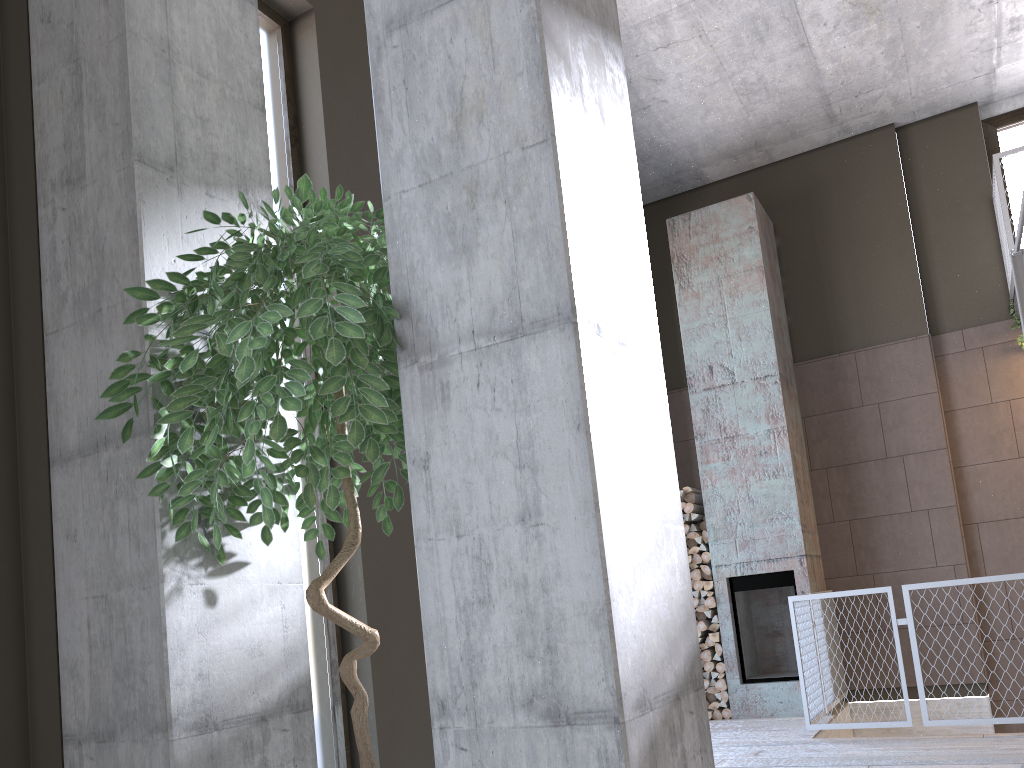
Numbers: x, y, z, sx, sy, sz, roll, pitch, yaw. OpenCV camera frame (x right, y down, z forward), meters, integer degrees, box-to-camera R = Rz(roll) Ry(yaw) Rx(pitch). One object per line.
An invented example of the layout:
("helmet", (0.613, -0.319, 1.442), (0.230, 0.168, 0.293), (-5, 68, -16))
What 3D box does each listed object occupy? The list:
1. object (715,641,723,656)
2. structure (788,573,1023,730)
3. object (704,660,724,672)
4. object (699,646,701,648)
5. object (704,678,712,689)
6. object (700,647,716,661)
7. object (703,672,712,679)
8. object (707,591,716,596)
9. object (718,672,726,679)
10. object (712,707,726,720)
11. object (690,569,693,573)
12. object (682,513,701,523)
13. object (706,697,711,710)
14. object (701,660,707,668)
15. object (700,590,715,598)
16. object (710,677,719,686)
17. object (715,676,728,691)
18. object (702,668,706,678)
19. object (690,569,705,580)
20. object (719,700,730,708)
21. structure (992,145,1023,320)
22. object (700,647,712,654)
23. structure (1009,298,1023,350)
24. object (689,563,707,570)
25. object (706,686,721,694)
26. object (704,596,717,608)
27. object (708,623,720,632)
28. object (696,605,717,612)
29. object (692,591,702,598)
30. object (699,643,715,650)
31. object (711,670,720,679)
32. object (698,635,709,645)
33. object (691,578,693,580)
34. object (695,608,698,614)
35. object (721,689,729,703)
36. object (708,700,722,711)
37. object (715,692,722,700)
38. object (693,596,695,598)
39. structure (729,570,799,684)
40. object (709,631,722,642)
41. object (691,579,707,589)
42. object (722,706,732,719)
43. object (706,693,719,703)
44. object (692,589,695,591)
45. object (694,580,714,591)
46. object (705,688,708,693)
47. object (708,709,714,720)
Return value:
("object", (1.893, 2.349, 7.804), (0.064, 0.122, 0.369), (-11, -14, 28))
("structure", (4.400, 1.666, 6.009), (4.482, 0.913, 1.953), (-14, -15, 27))
("object", (1.833, 2.516, 7.876), (0.093, 0.091, 0.443), (-12, -15, 27))
("object", (1.655, 2.390, 7.922), (0.094, 0.081, 0.487), (-12, -15, 25))
("object", (1.782, 2.668, 7.867), (0.092, 0.087, 0.462), (-11, -15, 24))
("object", (1.767, 2.411, 7.832), (0.099, 0.104, 0.298), (-11, -15, 25))
("object", (1.806, 2.600, 7.879), (0.068, 0.065, 0.428), (-12, -15, 27))
("object", (1.794, 1.862, 7.803), (0.063, 0.047, 0.254), (-12, -15, 25))
("object", (1.869, 2.555, 7.723), (0.063, 0.047, 0.254), (-12, -15, 25))
("object", (1.891, 2.925, 7.834), (0.092, 0.087, 0.462), (-11, -15, 25))
("object", (1.657, 1.707, 7.997), (0.065, 0.072, 0.364), (-12, -15, 28))
("object", (1.650, 1.229, 8.004), (0.068, 0.065, 0.429), (-11, -15, 25))
("object", (1.785, 2.871, 7.912), (0.102, 0.084, 0.368), (-12, -15, 25))
("object", (1.776, 2.522, 7.937), (0.102, 0.084, 0.368), (-12, -15, 27))
("object", (1.801, 1.888, 7.922), (0.068, 0.065, 0.428), (-12, -15, 27))
("object", (1.856, 2.649, 7.862), (0.068, 0.069, 0.429), (-11, -15, 25))
("object", (1.871, 2.630, 7.719), (0.102, 0.100, 0.297), (-11, -15, 25))
("object", (1.738, 2.606, 7.913), (0.094, 0.081, 0.486), (-12, -16, 27))
("object", (1.692, 1.718, 7.913), (0.099, 0.104, 0.298), (-11, -15, 25))
("object", (1.926, 2.816, 7.805), (0.072, 0.071, 0.429), (-11, -15, 25))
("structure", (5.429, -0.163, 5.457), (3.727, 4.222, 3.071), (-11, -11, 27))
("object", (1.733, 2.400, 7.917), (0.065, 0.072, 0.364), (-12, -15, 28))
("structure", (5.505, 0.720, 6.649), (2.658, 3.739, 1.014), (-11, -9, 28))
("object", (1.694, 1.652, 7.951), (0.090, 0.055, 0.337), (-13, -16, 27))
("object", (1.847, 2.709, 7.832), (0.123, 0.066, 0.368), (-13, -16, 27))
("object", (1.795, 1.937, 7.799), (0.102, 0.100, 0.297), (-11, -15, 25))
("object", (1.876, 2.180, 7.889), (0.116, 0.077, 0.441), (-12, -16, 25))
("object", (1.771, 2.016, 7.913), (0.123, 0.066, 0.368), (-13, -16, 27))
("object", (1.731, 1.907, 7.959), (0.068, 0.065, 0.428), (-12, -15, 27))
("object", (1.769, 2.345, 7.870), (0.090, 0.055, 0.337), (-13, -16, 27))
("object", (1.876, 2.581, 7.841), (0.068, 0.065, 0.428), (-12, -15, 27))
("object", (1.717, 2.309, 7.920), (0.116, 0.077, 0.441), (-12, -16, 25))
("object", (1.660, 1.792, 8.081), (0.105, 0.100, 0.296), (-12, -15, 27))
("object", (1.686, 2.052, 7.962), (0.065, 0.072, 0.365), (-11, -15, 25))
("object", (1.935, 2.739, 7.759), (0.064, 0.122, 0.369), (-11, -14, 28))
("object", (1.870, 2.860, 7.854), (0.116, 0.077, 0.441), (-12, -16, 25))
("object", (1.890, 2.768, 7.819), (0.067, 0.083, 0.432), (-11, -15, 24))
("object", (1.604, 1.987, 8.043), (0.092, 0.087, 0.461), (-12, -15, 27))
("structure", (2.217, 2.092, 7.547), (0.582, 0.908, 0.057), (-11, -8, 28))
("object", (1.880, 2.252, 7.856), (0.094, 0.081, 0.486), (-12, -16, 27))
("object", (1.701, 1.829, 8.017), (0.102, 0.084, 0.368), (-12, -15, 27))
("object", (1.964, 2.898, 7.791), (0.092, 0.090, 0.444), (-11, -15, 25))
("object", (1.846, 2.809, 7.922), (0.105, 0.100, 0.296), (-11, -15, 25))
("object", (1.608, 1.861, 8.054), (0.116, 0.077, 0.441), (-12, -16, 27))
("object", (1.758, 1.823, 7.957), (0.093, 0.091, 0.443), (-12, -15, 27))
("object", (1.761, 2.745, 7.882), (0.065, 0.072, 0.365), (-11, -15, 25))
("object", (1.808, 2.940, 7.856), (0.094, 0.081, 0.487), (-12, -15, 25))
